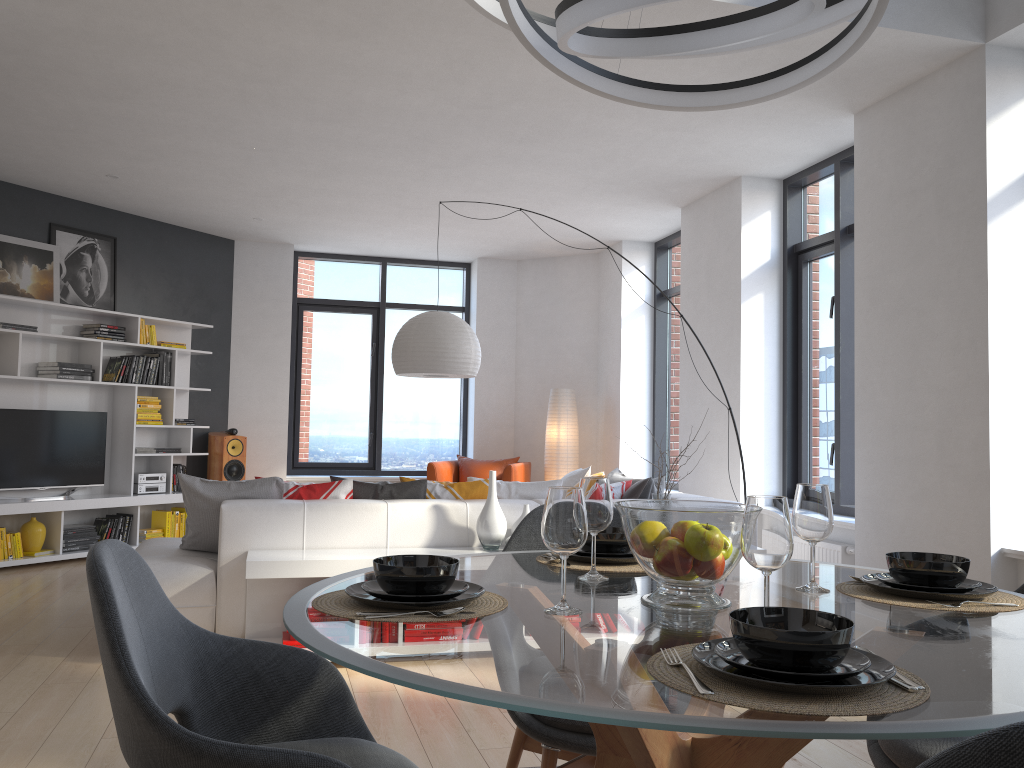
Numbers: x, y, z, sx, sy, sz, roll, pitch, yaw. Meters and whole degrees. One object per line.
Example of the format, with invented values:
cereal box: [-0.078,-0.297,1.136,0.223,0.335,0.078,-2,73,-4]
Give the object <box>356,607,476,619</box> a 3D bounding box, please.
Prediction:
object: [-0.184,0.394,1.635,0.206,0.015,0.309,2,-3,-10]

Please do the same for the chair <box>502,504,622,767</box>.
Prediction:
chair: [0.226,0.774,2.294,0.655,0.891,0.619,2,-3,-8]

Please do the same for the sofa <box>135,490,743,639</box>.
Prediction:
sofa: [-0.611,1.036,5.814,3.424,0.732,2.614,2,-3,-15]

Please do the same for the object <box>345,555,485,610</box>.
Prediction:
object: [-0.178,0.365,1.645,0.258,0.074,0.258,3,-4,-35]

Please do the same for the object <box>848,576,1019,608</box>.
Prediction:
object: [0.847,0.425,1.834,0.206,0.015,0.309,2,-3,-10]

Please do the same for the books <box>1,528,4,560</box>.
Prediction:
books: [-3.863,1.188,6.624,0.171,0.235,0.043,-1,-4,28]

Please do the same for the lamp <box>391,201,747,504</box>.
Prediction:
lamp: [0.721,0.086,5.515,3.199,2.647,0.710,0,-3,21]

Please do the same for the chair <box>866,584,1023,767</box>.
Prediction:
chair: [1.083,0.766,1.850,0.619,0.891,0.655,2,-3,-13]

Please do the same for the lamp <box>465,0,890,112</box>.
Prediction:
lamp: [0.388,-2.896,1.880,1.000,4.513,1.000,2,-3,-13]

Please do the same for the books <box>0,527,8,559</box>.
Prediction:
books: [-3.855,1.190,6.656,0.172,0.235,0.056,-1,-4,29]

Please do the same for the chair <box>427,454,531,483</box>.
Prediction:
chair: [-0.296,1.145,8.831,0.896,0.858,0.843,0,-3,17]

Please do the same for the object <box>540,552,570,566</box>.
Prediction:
object: [0.231,0.435,2.226,0.309,0.015,0.206,2,-3,-10]

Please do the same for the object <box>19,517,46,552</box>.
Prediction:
object: [-3.718,1.164,6.878,0.185,0.257,0.185,1,-3,8]

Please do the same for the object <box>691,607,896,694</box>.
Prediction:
object: [0.371,0.349,1.181,0.258,0.074,0.258,1,-3,5]

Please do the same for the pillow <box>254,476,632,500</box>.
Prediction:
pillow: [-0.307,0.757,5.061,2.250,0.449,0.575,2,-3,-17]

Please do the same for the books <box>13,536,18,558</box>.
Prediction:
books: [-3.782,1.228,6.696,0.113,0.169,0.049,-1,-4,29]

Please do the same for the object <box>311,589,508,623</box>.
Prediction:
object: [-0.187,0.403,1.641,0.360,0.002,0.360,4,-4,-40]

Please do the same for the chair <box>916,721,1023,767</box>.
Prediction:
chair: [0.413,0.701,0.919,0.655,0.891,0.619,2,-3,-8]

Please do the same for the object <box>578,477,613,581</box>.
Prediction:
object: [0.181,0.318,1.960,0.083,0.220,0.083,4,-4,-43]

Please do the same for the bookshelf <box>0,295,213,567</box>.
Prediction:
bookshelf: [-3.662,0.387,7.075,0.455,2.052,3.000,-1,-4,30]

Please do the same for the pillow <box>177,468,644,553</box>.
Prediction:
pillow: [-0.486,0.739,5.358,2.953,0.453,0.647,3,-4,-27]

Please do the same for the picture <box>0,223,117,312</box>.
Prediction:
picture: [-3.805,-0.982,7.272,0.076,0.707,1.279,-1,-4,30]

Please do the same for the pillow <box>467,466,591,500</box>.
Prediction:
pillow: [0.189,0.791,6.015,0.580,0.456,2.156,0,-3,11]

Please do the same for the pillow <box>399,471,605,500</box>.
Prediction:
pillow: [0.062,0.790,5.722,0.630,0.440,2.095,-1,-4,32]

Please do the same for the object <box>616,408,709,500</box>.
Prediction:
object: [0.833,0.494,4.668,0.406,0.744,0.607,0,-4,25]

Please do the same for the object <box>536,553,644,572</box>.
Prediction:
object: [0.240,0.443,2.228,0.360,0.002,0.360,-1,-4,27]

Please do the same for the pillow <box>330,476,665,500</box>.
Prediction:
pillow: [0.007,0.742,5.154,2.120,0.436,0.608,2,-3,-19]

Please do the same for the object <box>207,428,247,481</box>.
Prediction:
object: [-2.796,0.970,8.576,0.290,1.088,0.434,4,-4,-45]

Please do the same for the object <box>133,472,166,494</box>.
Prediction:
object: [-3.265,0.877,7.850,0.270,0.174,0.285,-1,-4,30]

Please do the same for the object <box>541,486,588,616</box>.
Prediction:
object: [0.093,0.295,1.583,0.083,0.220,0.083,0,-3,13]

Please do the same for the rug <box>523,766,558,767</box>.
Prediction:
rug: [0.310,1.185,1.657,2.499,0.010,2.499,4,-4,-42]

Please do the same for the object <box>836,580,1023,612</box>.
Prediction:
object: [0.859,0.433,1.827,0.360,0.002,0.360,-1,-4,27]

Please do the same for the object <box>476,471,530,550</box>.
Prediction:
object: [-0.019,0.643,4.515,0.316,0.398,0.319,1,-3,9]

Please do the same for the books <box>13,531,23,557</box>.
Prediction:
books: [-3.778,1.218,6.751,0.149,0.193,0.046,-1,-4,31]

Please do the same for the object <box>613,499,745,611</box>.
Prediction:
object: [0.333,0.324,1.694,0.278,0.184,0.278,1,-3,-6]

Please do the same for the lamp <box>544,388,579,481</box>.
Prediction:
lamp: [0.644,0.817,8.810,0.804,1.550,0.502,-1,-4,35]

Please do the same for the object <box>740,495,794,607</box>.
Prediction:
object: [0.414,0.293,1.442,0.083,0.220,0.083,-1,-4,36]

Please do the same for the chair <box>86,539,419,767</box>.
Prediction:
chair: [-0.414,0.720,1.539,0.619,0.891,0.655,2,-3,-13]

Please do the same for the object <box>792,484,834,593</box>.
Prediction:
object: [0.629,0.321,1.855,0.083,0.220,0.083,-1,-4,36]

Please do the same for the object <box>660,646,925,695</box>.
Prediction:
object: [0.371,0.381,1.197,0.309,0.015,0.206,1,-3,-5]

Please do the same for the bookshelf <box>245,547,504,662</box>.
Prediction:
bookshelf: [0.020,1.089,4.442,2.600,0.500,0.356,2,-3,-15]

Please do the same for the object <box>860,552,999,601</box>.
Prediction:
object: [0.859,0.395,1.835,0.258,0.074,0.258,1,-3,5]

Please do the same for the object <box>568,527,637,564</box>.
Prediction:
object: [0.238,0.406,2.241,0.258,0.074,0.258,3,-4,-35]

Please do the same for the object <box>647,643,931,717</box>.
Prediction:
object: [0.363,0.388,1.190,0.360,0.002,0.360,4,-4,-40]
